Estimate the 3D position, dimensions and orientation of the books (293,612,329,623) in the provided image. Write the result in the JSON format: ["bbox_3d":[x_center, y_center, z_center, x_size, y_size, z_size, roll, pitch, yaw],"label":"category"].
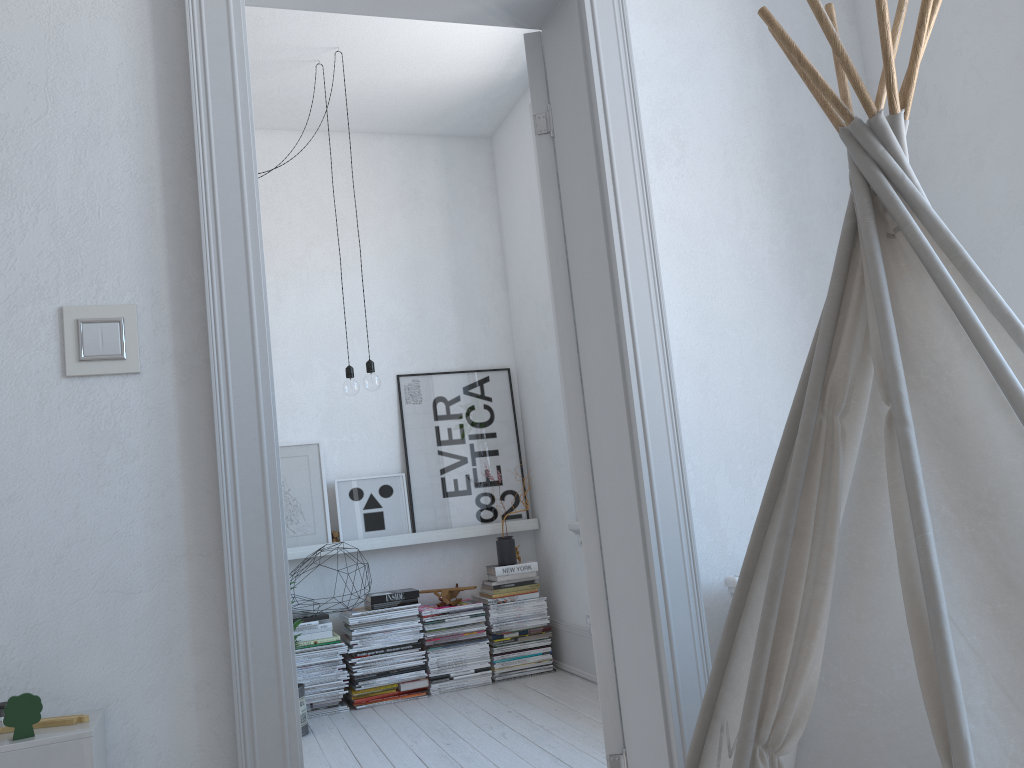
[{"bbox_3d":[-0.994,1.104,4.165,0.242,0.020,0.162,-3,-7,-24],"label":"books"}]

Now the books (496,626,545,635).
[{"bbox_3d":[0.012,1.240,4.498,0.255,0.007,0.199,-3,-7,-24],"label":"books"}]

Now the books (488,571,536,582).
[{"bbox_3d":[0.001,0.980,4.539,0.214,0.026,0.151,-4,-7,-20],"label":"books"}]

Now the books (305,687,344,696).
[{"bbox_3d":[-0.976,1.429,4.152,0.335,0.008,0.271,-3,-7,-23],"label":"books"}]

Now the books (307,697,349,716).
[{"bbox_3d":[-0.945,1.521,4.149,0.338,0.007,0.263,-4,-7,-17],"label":"books"}]

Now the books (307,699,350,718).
[{"bbox_3d":[-0.958,1.517,4.147,0.360,0.031,0.281,-4,-7,-18],"label":"books"}]

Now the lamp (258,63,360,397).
[{"bbox_3d":[-1.401,-0.654,3.736,1.381,1.528,0.074,-4,-7,-15],"label":"lamp"}]

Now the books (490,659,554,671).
[{"bbox_3d":[0.020,1.410,4.507,0.316,0.005,0.253,-4,-7,-20],"label":"books"}]

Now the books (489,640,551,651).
[{"bbox_3d":[0.009,1.318,4.516,0.307,0.005,0.247,-3,-7,-22],"label":"books"}]

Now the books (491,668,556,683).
[{"bbox_3d":[0.029,1.479,4.508,0.333,0.037,0.245,-4,-7,-20],"label":"books"}]

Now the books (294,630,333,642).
[{"bbox_3d":[-0.980,1.181,4.162,0.259,0.029,0.179,-4,-7,-15],"label":"books"}]

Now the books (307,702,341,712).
[{"bbox_3d":[-0.967,1.497,4.130,0.308,0.009,0.263,-4,-7,-18],"label":"books"}]

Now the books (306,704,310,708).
[{"bbox_3d":[-1.025,1.481,4.076,0.181,0.021,0.125,-4,-7,-19],"label":"books"}]

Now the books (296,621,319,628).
[{"bbox_3d":[-1.017,1.126,4.163,0.183,0.019,0.207,-3,-7,-23],"label":"books"}]

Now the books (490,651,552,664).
[{"bbox_3d":[0.021,1.372,4.505,0.311,0.010,0.248,-4,-7,-17],"label":"books"}]

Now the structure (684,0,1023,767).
[{"bbox_3d":[0.634,0.151,1.354,1.143,1.748,1.144,0,-9,-44],"label":"structure"}]

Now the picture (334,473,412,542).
[{"bbox_3d":[-0.704,0.633,4.501,0.366,0.329,0.040,-3,-7,-23],"label":"picture"}]

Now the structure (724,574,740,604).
[{"bbox_3d":[0.779,0.619,1.970,0.635,0.460,0.076,-3,-7,-23],"label":"structure"}]

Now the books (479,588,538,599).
[{"bbox_3d":[-0.021,1.068,4.546,0.245,0.020,0.224,-4,-7,-21],"label":"books"}]

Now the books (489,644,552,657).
[{"bbox_3d":[0.010,1.343,4.521,0.316,0.011,0.256,-4,-7,-21],"label":"books"}]

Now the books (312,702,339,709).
[{"bbox_3d":[-0.883,1.482,4.164,0.117,0.009,0.273,-4,-7,-16],"label":"books"}]

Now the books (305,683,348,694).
[{"bbox_3d":[-0.950,1.420,4.162,0.336,0.011,0.271,-4,-7,-17],"label":"books"}]

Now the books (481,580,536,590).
[{"bbox_3d":[-0.021,1.029,4.569,0.233,0.020,0.187,-3,-7,-22],"label":"books"}]

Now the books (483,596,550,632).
[{"bbox_3d":[-0.003,1.167,4.538,0.317,0.134,0.278,-4,-7,-19],"label":"books"}]

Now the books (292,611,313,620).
[{"bbox_3d":[-1.025,1.093,4.168,0.158,0.010,0.184,-3,-7,-21],"label":"books"}]

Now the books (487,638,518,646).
[{"bbox_3d":[-0.055,1.284,4.445,0.134,0.019,0.119,-4,-7,-20],"label":"books"}]

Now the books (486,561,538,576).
[{"bbox_3d":[-0.001,0.946,4.553,0.228,0.045,0.169,-4,-7,-17],"label":"books"}]

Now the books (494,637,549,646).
[{"bbox_3d":[0.014,1.299,4.525,0.292,0.005,0.229,-4,-7,-16],"label":"books"}]

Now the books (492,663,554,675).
[{"bbox_3d":[0.022,1.431,4.508,0.312,0.006,0.257,-4,-7,-20],"label":"books"}]

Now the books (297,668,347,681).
[{"bbox_3d":[-0.957,1.358,4.169,0.336,0.011,0.271,-4,-7,-17],"label":"books"}]

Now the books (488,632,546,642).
[{"bbox_3d":[0.007,1.271,4.503,0.276,0.007,0.217,-4,-7,-19],"label":"books"}]

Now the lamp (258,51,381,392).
[{"bbox_3d":[-1.297,-0.676,3.645,1.381,1.528,0.074,-4,-7,-15],"label":"lamp"}]

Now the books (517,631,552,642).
[{"bbox_3d":[0.077,1.282,4.548,0.178,0.018,0.264,-4,-7,-19],"label":"books"}]

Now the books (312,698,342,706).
[{"bbox_3d":[-0.877,1.470,4.161,0.132,0.014,0.232,-4,-7,-17],"label":"books"}]

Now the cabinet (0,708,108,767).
[{"bbox_3d":[-1.107,0.801,1.263,0.970,0.454,0.183,-4,-7,-20],"label":"cabinet"}]

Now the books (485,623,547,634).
[{"bbox_3d":[0.014,1.230,4.490,0.304,0.009,0.167,-3,-7,-22],"label":"books"}]

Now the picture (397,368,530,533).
[{"bbox_3d":[-0.258,0.348,4.715,0.631,0.849,0.073,-4,-7,-19],"label":"picture"}]

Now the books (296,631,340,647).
[{"bbox_3d":[-0.970,1.203,4.156,0.298,0.019,0.194,-4,-7,-21],"label":"books"}]

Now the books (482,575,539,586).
[{"bbox_3d":[-0.006,1.005,4.548,0.261,0.018,0.146,-4,-7,-21],"label":"books"}]

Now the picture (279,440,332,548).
[{"bbox_3d":[-1.138,0.560,4.366,0.452,0.536,0.063,-4,-7,-21],"label":"picture"}]

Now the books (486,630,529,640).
[{"bbox_3d":[-0.040,1.259,4.485,0.193,0.023,0.194,-4,-7,-20],"label":"books"}]

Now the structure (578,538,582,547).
[{"bbox_3d":[0.456,0.844,3.731,0.049,0.417,0.742,-4,-7,-20],"label":"structure"}]

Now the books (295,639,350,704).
[{"bbox_3d":[-0.971,1.348,4.162,0.378,0.251,0.304,-4,-7,-18],"label":"books"}]

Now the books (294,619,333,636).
[{"bbox_3d":[-0.987,1.151,4.176,0.258,0.034,0.177,-4,-7,-19],"label":"books"}]

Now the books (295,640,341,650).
[{"bbox_3d":[-0.975,1.221,4.177,0.300,0.009,0.261,-4,-7,-21],"label":"books"}]

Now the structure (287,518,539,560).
[{"bbox_3d":[-0.601,0.798,4.514,1.534,0.056,0.138,-4,-7,-20],"label":"structure"}]

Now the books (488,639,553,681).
[{"bbox_3d":[0.017,1.384,4.512,0.316,0.154,0.264,-4,-7,-19],"label":"books"}]

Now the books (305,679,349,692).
[{"bbox_3d":[-0.962,1.410,4.162,0.361,0.015,0.284,-4,-7,-21],"label":"books"}]

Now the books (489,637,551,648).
[{"bbox_3d":[0.013,1.305,4.524,0.300,0.005,0.242,-4,-7,-20],"label":"books"}]

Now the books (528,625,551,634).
[{"bbox_3d":[0.106,1.250,4.544,0.122,0.023,0.221,-4,-7,-20],"label":"books"}]
